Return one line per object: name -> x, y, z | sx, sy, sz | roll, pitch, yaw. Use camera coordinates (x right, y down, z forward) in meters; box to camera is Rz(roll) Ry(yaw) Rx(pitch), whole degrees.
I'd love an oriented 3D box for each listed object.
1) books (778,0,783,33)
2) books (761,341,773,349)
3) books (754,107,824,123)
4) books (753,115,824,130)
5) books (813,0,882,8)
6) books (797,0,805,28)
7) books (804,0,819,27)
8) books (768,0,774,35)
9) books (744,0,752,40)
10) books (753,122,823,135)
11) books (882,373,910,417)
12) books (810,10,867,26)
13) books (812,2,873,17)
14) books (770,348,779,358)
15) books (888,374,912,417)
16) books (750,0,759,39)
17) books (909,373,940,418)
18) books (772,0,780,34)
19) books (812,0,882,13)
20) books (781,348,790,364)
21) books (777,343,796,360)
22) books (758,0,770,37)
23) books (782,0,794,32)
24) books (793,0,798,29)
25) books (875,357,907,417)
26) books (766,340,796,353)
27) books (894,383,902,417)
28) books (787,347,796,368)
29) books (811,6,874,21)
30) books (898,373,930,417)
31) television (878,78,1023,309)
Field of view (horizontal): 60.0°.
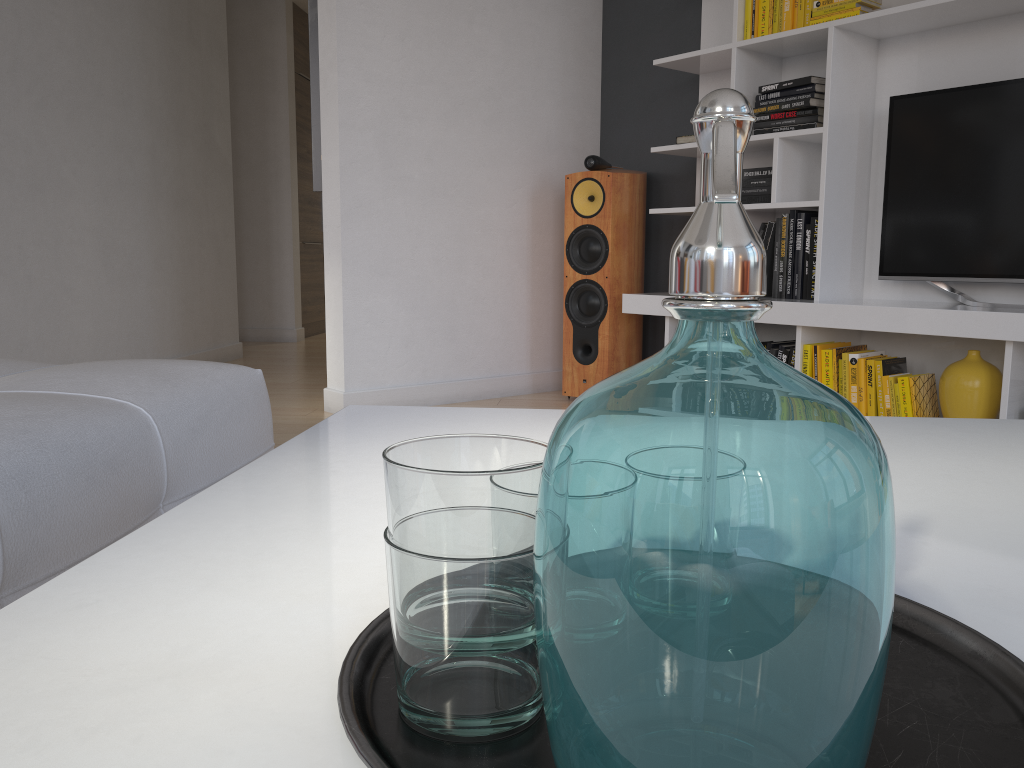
books -> 1.053, -1.404, 3.289 | 0.180, 0.251, 0.019 | -6, 11, -39
books -> 0.951, -0.038, 3.438 | 0.191, 0.249, 0.083 | -6, 11, -39
books -> 1.078, -0.994, 3.316 | 0.209, 0.030, 0.266 | -7, 11, -40
books -> 1.069, -0.965, 3.303 | 0.189, 0.025, 0.270 | -7, 11, -40
books -> 1.186, -1.343, 3.130 | 0.138, 0.026, 0.186 | -6, 11, -39
books -> 1.101, -1.386, 3.226 | 0.172, 0.234, 0.024 | -6, 11, -39
books -> 1.120, -1.383, 3.209 | 0.172, 0.234, 0.024 | -6, 11, -39
books -> 1.030, -1.413, 3.320 | 0.199, 0.263, 0.015 | -6, 11, -39
books -> 0.959, -1.427, 3.380 | 0.204, 0.270, 0.029 | -6, 11, -39
books -> 1.066, -0.939, 3.307 | 0.189, 0.026, 0.263 | -7, 11, -40
books -> 1.298, 0.061, 2.979 | 0.138, 0.188, 0.056 | -6, 11, -39
books -> 1.177, -1.271, 3.131 | 0.147, 0.033, 0.190 | -6, 11, -39
books -> 1.162, -1.306, 3.120 | 0.113, 0.018, 0.169 | -6, 10, -38
books -> 1.010, -0.021, 3.355 | 0.172, 0.242, 0.069 | -6, 10, -38
books -> 1.305, 0.064, 2.959 | 0.134, 0.187, 0.046 | -6, 11, -39
books -> 0.983, -1.424, 3.365 | 0.213, 0.270, 0.025 | -6, 11, -39
books -> 1.358, 0.067, 2.913 | 0.149, 0.193, 0.046 | -6, 10, -38
books -> 1.025, -1.392, 3.296 | 0.156, 0.229, 0.024 | -6, 11, -39
books -> 1.178, -1.322, 3.122 | 0.134, 0.014, 0.187 | -6, 11, -39
books -> 1.052, -0.019, 3.323 | 0.179, 0.243, 0.071 | -7, 11, -40
books -> 1.045, -0.027, 3.351 | 0.192, 0.254, 0.075 | -7, 11, -40
books -> 1.009, -1.414, 3.343 | 0.198, 0.255, 0.044 | -6, 11, -39
books -> 1.068, -1.400, 3.267 | 0.185, 0.250, 0.035 | -6, 11, -39
books -> 1.088, -1.391, 3.247 | 0.169, 0.239, 0.023 | -6, 11, -39
books -> 1.295, 0.031, 3.015 | 0.172, 0.235, 0.056 | -7, 11, -40
books -> 1.018, -0.036, 3.388 | 0.197, 0.260, 0.066 | -6, 11, -39
books -> 1.308, 0.077, 2.938 | 0.113, 0.169, 0.049 | -7, 11, -40
books -> 1.085, -0.018, 3.301 | 0.191, 0.249, 0.084 | -6, 11, -39
books -> 1.181, -1.294, 3.130 | 0.148, 0.011, 0.196 | -6, 11, -39
books -> 1.336, 0.066, 2.926 | 0.148, 0.193, 0.067 | -6, 10, -38
television -> 1.665, -0.583, 2.702 | 0.207, 0.704, 1.102 | -6, 11, -39
